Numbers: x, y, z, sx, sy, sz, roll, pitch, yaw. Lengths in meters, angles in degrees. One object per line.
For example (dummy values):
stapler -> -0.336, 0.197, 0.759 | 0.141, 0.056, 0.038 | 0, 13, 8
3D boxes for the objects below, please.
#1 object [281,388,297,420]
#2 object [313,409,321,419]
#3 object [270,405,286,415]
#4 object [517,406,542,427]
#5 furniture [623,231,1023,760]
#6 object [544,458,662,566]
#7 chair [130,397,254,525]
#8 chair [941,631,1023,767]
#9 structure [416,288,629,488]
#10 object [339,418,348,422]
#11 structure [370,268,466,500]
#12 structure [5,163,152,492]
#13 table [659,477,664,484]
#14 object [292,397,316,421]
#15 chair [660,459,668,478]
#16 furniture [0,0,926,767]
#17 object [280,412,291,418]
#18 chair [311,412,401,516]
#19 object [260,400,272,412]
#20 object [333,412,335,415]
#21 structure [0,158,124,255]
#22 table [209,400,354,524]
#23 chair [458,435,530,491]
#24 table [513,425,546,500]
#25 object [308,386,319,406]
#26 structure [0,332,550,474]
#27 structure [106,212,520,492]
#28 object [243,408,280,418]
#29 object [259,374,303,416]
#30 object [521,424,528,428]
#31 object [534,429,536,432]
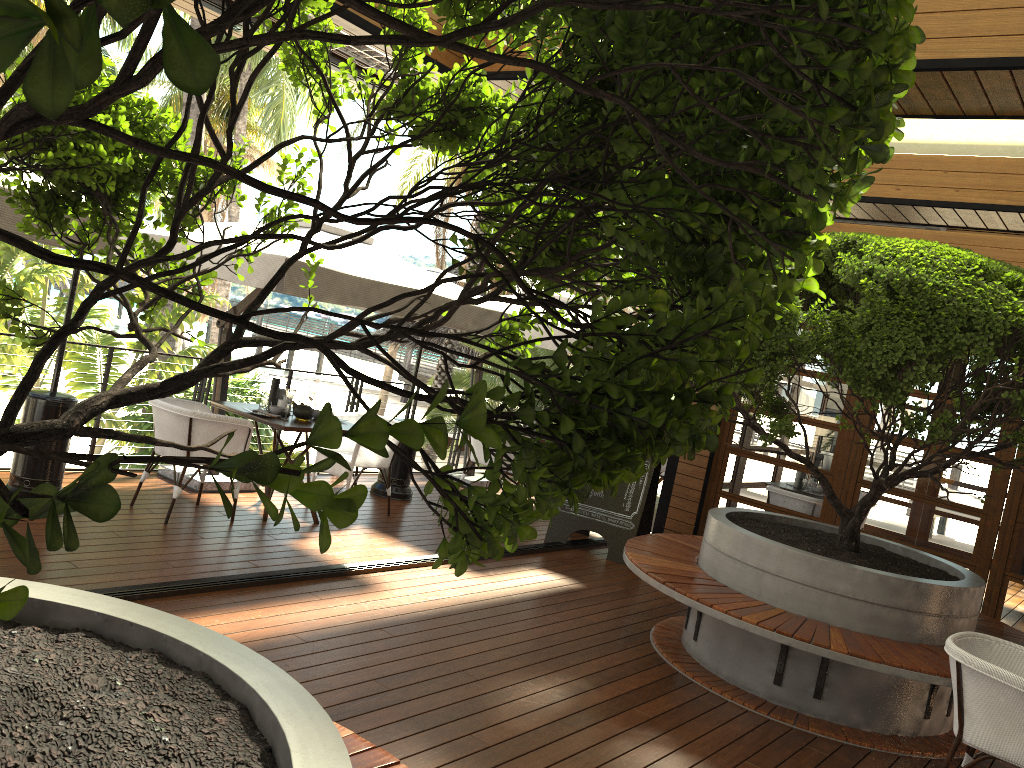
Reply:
object -> -1.652, 0.151, 6.550 | 0.082, 0.227, 0.082 | 13, 2, 26
object -> -1.527, 0.243, 6.974 | 0.116, 0.065, 0.116 | 13, 3, 35
object -> -1.773, 0.205, 6.686 | 0.116, 0.065, 0.116 | 13, 3, 35
object -> 0.186, 0.375, 9.656 | 0.263, 0.264, 0.264 | 11, 2, -8
furniture -> 2.124, 0.505, 5.365 | 2.569, 2.721, 2.720 | 12, 2, 2
object -> 0.909, 0.790, 7.968 | 0.769, 1.396, 0.771 | 12, 2, 21
chair -> -2.249, 0.526, 6.186 | 0.629, 0.788, 0.616 | 13, 2, 38
chair -> 2.093, 1.540, 3.725 | 0.618, 0.788, 0.626 | 13, 3, 43
structure -> 0.312, 0.117, 9.564 | 2.418, 2.331, 2.410 | 13, 3, 37
object -> -1.475, 0.267, 7.129 | 0.295, 0.025, 0.170 | 14, 3, 37
structure -> -0.926, -0.021, 8.392 | 0.700, 2.191, 0.698 | 12, 2, 24
structure -> -2.893, -0.307, 5.726 | 0.700, 2.191, 0.698 | 12, 2, 24
table -> 2.248, 1.199, 12.293 | 0.933, 0.749, 0.930 | 13, 3, 37
object -> -1.585, 0.182, 6.769 | 0.163, 0.179, 0.167 | 13, 3, 39
chair -> 1.794, 1.115, 11.665 | 0.629, 0.788, 0.616 | 13, 2, 38
furniture -> -0.992, 0.046, 1.258 | 2.620, 2.721, 2.691 | 13, 2, 27
object -> -1.698, 0.235, 6.628 | 0.080, 0.042, 0.080 | 12, 2, -2
chair -> -1.277, 0.669, 7.461 | 0.629, 0.788, 0.616 | 13, 2, 38
object -> -1.868, 0.172, 6.735 | 0.087, 0.086, 0.086 | 14, 3, 41
object -> -1.428, 0.255, 6.921 | 0.087, 0.086, 0.086 | 14, 3, 41
structure -> -3.677, -0.463, 4.157 | 2.418, 2.331, 2.410 | 13, 3, 37
table -> -1.753, 0.616, 6.871 | 0.933, 0.749, 0.930 | 13, 3, 37
chair -> -0.188, 0.826, 8.979 | 0.629, 0.788, 0.616 | 13, 2, 38
table -> 0.247, 0.907, 9.582 | 0.933, 0.749, 0.930 | 13, 3, 37
object -> -1.612, 0.133, 7.105 | 0.082, 0.227, 0.082 | 13, 2, 38
structure -> -5.270, -0.026, 4.056 | 0.164, 1.152, 26.228 | 13, 3, 37
structure -> -1.682, -0.173, 6.860 | 2.418, 2.331, 2.410 | 13, 3, 37
object -> -1.832, 0.220, 6.532 | 0.295, 0.025, 0.170 | 14, 3, 37
object -> -1.810, 0.084, 6.950 | 0.263, 0.264, 0.264 | 11, 2, -8
object -> 0.128, 0.463, 9.441 | 0.087, 0.086, 0.086 | 14, 3, 41
object -> 0.223, 0.496, 9.392 | 0.116, 0.065, 0.116 | 14, 3, 41
